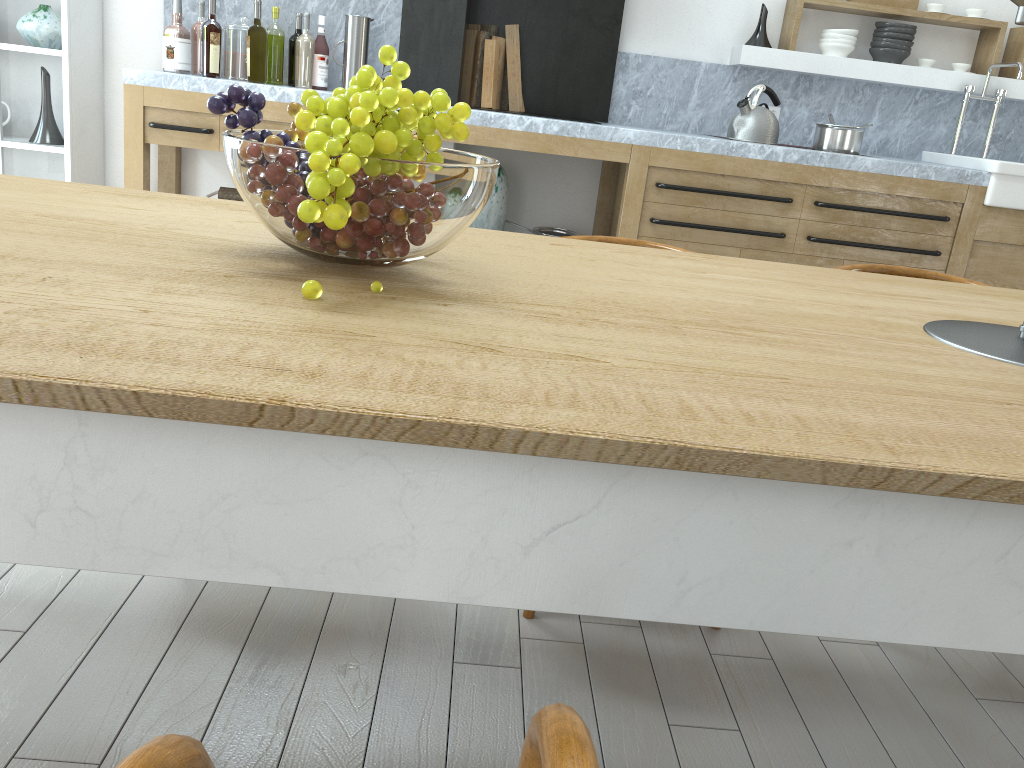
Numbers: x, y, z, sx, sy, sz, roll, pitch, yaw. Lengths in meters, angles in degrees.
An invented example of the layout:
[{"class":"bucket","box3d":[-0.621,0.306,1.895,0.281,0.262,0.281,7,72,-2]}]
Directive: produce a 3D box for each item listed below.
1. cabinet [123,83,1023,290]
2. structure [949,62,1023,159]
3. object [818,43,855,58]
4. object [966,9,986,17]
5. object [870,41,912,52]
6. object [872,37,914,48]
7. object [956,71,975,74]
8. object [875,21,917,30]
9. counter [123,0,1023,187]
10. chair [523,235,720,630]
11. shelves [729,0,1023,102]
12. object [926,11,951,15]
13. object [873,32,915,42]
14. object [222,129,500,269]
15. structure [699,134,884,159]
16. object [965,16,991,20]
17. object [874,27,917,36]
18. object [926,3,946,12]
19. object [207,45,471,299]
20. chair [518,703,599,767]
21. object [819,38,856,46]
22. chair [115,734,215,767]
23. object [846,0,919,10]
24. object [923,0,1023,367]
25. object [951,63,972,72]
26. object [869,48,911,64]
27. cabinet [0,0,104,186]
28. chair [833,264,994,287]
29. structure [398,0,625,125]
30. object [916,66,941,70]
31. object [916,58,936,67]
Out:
[{"class":"cabinet","box3d":[1.453,-0.620,4.556,6.426,1.014,1.012,6,17,-3]},{"class":"structure","box3d":[2.457,-1.349,4.502,0.214,0.525,0.335,0,18,-22]},{"class":"object","box3d":[1.684,-1.731,4.615,0.181,0.063,0.182,13,19,18]},{"class":"object","box3d":[2.402,-1.914,4.599,0.098,0.048,0.099,5,18,-5]},{"class":"object","box3d":[1.968,-1.731,4.621,0.206,0.085,0.206,19,21,32]},{"class":"object","box3d":[1.974,-1.755,4.608,0.206,0.086,0.206,21,22,37]},{"class":"object","box3d":[2.361,-1.639,4.680,0.164,0.012,0.165,11,18,14]},{"class":"object","box3d":[1.984,-1.829,4.598,0.205,0.079,0.207,7,18,-1]},{"class":"counter","box3d":[1.620,-1.393,4.351,6.573,0.615,0.970,6,17,-3]},{"class":"chair","box3d":[0.258,0.068,2.074,0.527,0.729,0.626,5,17,-6]},{"class":"shelves","box3d":[1.203,-2.274,4.312,5.547,1.351,0.484,4,17,-8]},{"class":"object","box3d":[2.186,-1.914,4.594,0.164,0.012,0.165,11,18,14]},{"class":"object","box3d":[1.976,-1.777,4.607,0.205,0.072,0.207,2,18,-15]},{"class":"object","box3d":[-0.203,-0.240,1.195,0.360,0.158,0.363,0,19,-22]},{"class":"structure","box3d":[1.338,-1.148,4.346,0.737,0.041,0.653,6,18,-3]},{"class":"object","box3d":[2.399,-1.892,4.606,0.164,0.012,0.165,11,18,14]},{"class":"object","box3d":[1.983,-1.801,4.603,0.206,0.083,0.207,15,19,23]},{"class":"object","box3d":[2.189,-1.936,4.588,0.098,0.048,0.099,5,18,-5]},{"class":"object","box3d":[-0.210,-0.293,1.152,0.293,0.282,0.396,-7,22,-37]},{"class":"chair","box3d":[0.243,0.566,0.533,0.527,0.729,0.626,6,17,-3]},{"class":"object","box3d":[1.686,-1.752,4.608,0.182,0.065,0.182,19,21,32]},{"class":"chair","box3d":[-0.478,0.504,0.455,0.527,0.729,0.626,7,17,0]},{"class":"object","box3d":[1.921,-2.018,4.573,0.353,0.156,0.085,6,17,-3]},{"class":"object","box3d":[0.807,-0.461,1.099,0.775,0.868,0.267,-2,19,-28]},{"class":"object","box3d":[2.364,-1.661,4.674,0.098,0.048,0.099,5,18,-5]},{"class":"object","box3d":[1.965,-1.705,4.628,0.205,0.072,0.207,2,18,-15]},{"class":"cabinet","box3d":[-2.263,-1.536,4.029,0.641,1.974,0.364,6,17,-3]},{"class":"chair","box3d":[0.980,0.124,2.170,0.527,0.729,0.626,7,17,0]},{"class":"structure","box3d":[0.091,-2.246,4.157,1.075,1.869,0.787,6,17,-3]},{"class":"object","box3d":[2.170,-1.659,4.670,0.164,0.012,0.165,11,18,14]},{"class":"object","box3d":[2.173,-1.681,4.664,0.098,0.048,0.099,5,18,-5]}]
